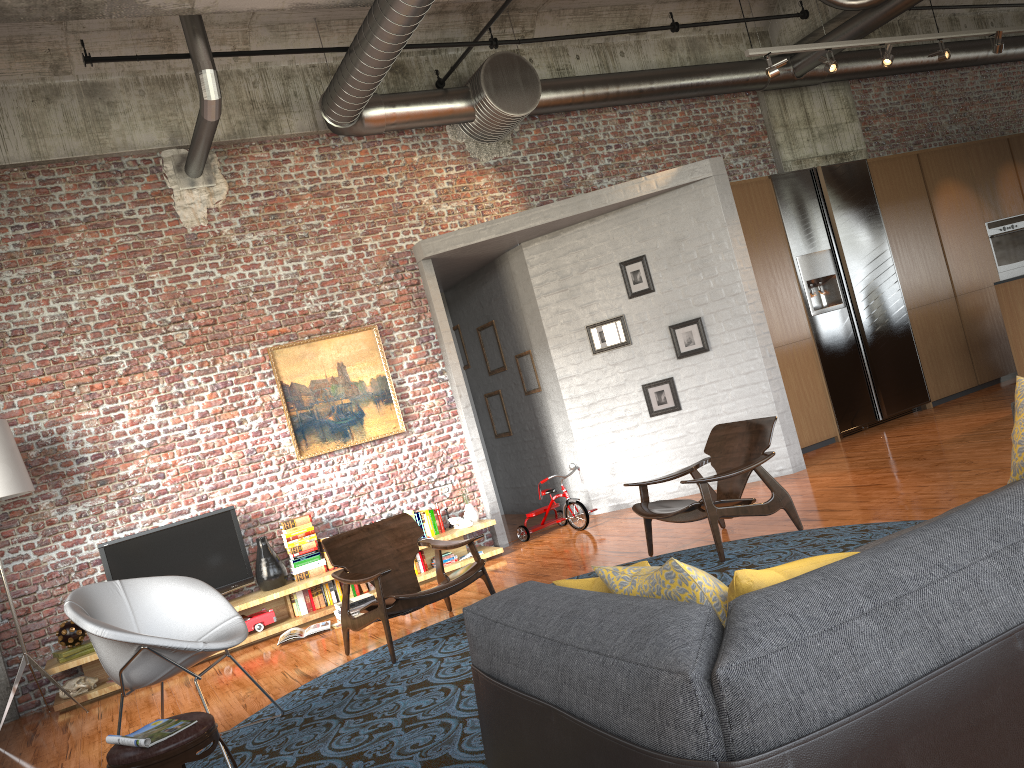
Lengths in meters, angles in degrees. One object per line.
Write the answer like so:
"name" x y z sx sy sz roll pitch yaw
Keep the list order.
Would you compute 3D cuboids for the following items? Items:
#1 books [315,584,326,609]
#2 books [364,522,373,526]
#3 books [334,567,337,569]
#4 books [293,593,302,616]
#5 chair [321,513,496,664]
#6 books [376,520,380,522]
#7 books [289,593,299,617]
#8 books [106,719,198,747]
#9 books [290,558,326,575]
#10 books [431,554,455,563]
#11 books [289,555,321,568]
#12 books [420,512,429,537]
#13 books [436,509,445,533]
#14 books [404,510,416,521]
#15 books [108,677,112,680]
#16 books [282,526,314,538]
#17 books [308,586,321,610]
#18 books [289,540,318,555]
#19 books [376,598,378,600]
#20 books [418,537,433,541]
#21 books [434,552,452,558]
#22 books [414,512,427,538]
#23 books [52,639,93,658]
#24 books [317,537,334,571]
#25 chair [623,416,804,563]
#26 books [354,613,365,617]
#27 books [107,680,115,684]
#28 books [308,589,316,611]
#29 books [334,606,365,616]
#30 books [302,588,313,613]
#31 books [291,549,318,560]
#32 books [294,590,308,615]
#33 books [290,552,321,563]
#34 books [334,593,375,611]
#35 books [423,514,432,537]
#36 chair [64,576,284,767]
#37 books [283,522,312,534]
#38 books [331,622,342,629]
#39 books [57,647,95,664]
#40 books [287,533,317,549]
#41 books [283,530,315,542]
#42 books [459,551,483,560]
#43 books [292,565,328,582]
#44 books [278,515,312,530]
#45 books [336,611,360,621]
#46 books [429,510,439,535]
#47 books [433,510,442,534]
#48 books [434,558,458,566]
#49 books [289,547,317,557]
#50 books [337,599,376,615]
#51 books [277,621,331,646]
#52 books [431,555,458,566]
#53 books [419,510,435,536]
"books" -1.689 1.847 7.733 0.049 0.213 0.149 -16 0 -26
"books" -1.269 1.421 8.157 0.065 0.284 0.198 -16 0 -27
"books" -1.631 1.511 7.938 0.040 0.284 0.198 -16 0 -26
"books" -1.863 1.903 7.641 0.023 0.193 0.140 -16 0 -26
"chair" -0.703 1.327 6.019 0.871 0.793 1.047 -15 0 -36
"books" -1.170 1.392 8.198 0.052 0.290 0.177 -16 0 -27
"books" -1.884 1.896 7.628 0.022 0.217 0.139 -16 0 -26
"books" -1.438 1.380 3.536 0.301 0.043 0.228 -16 -1 38
"books" -1.811 1.613 7.847 0.289 0.053 0.177 -15 -1 -26
"books" -0.643 1.612 8.217 0.191 0.024 0.132 -15 -1 -21
"books" -1.833 1.569 7.845 0.239 0.045 0.175 -15 -1 -26
"books" -0.849 1.328 8.355 0.026 0.250 0.160 -16 0 -27
"books" -0.710 1.302 8.434 0.037 0.231 0.168 -16 0 -27
"books" -0.935 1.330 8.319 0.036 0.290 0.177 -16 0 -27
"books" -3.049 2.285 6.964 0.211 0.021 0.166 -16 -1 39
"books" -1.896 1.308 7.833 0.252 0.034 0.183 -15 -1 -26
"books" -1.726 1.859 7.711 0.039 0.208 0.152 -16 0 -26
"books" -1.860 1.443 7.841 0.245 0.057 0.171 -15 -1 -26
"books" -1.000 1.804 7.546 0.310 0.014 0.251 -15 -1 -20
"books" -0.880 1.440 8.047 0.315 0.040 0.215 -15 -1 -26
"books" -0.645 1.591 8.217 0.153 0.019 0.109 -15 -1 -26
"books" -0.888 1.334 8.339 0.060 0.259 0.180 -16 0 -27
"books" -3.394 2.064 6.926 0.244 0.037 0.300 -16 -1 44
"books" -1.661 1.516 7.904 0.044 0.291 0.177 -16 0 -26
"chair" 1.418 0.755 6.318 1.040 0.793 0.878 -15 0 -25
"books" -1.188 1.847 7.104 0.134 0.022 0.188 -16 -1 25
"books" -3.052 2.307 6.967 0.163 0.020 0.210 -16 -1 31
"books" -1.753 1.874 7.702 0.023 0.193 0.140 -16 0 -26
"books" -1.318 1.875 7.426 0.298 0.028 0.237 -15 -1 -28
"books" -1.791 1.854 7.686 0.046 0.252 0.153 -16 0 -26
"books" -1.841 1.507 7.840 0.222 0.027 0.162 -15 -1 -26
"books" -1.838 1.869 7.666 0.057 0.246 0.172 -16 0 -26
"books" -1.834 1.532 7.839 0.250 0.026 0.160 -15 -1 -26
"books" -1.309 1.812 7.371 0.295 0.035 0.237 -15 -1 -24
"books" -0.823 1.335 8.367 0.027 0.223 0.162 -16 0 -27
"chair" -1.770 1.465 4.624 0.808 1.030 1.055 -15 0 13
"books" -1.903 1.273 7.846 0.230 0.037 0.168 -15 -1 -26
"books" -1.378 1.937 7.135 0.133 0.012 0.189 -15 -1 -28
"books" -3.384 2.100 6.927 0.300 0.037 0.244 -15 -1 -34
"books" -1.875 1.386 7.841 0.258 0.060 0.180 -15 -1 -26
"books" -1.888 1.341 7.837 0.252 0.034 0.183 -15 -1 -26
"books" -0.386 1.600 8.301 0.230 0.023 0.169 -15 -1 -6
"books" -1.801 1.672 7.855 0.283 0.066 0.198 -15 -1 -26
"books" -1.922 1.225 7.850 0.259 0.066 0.198 -15 -1 -26
"books" -1.304 1.907 7.439 0.319 0.040 0.237 -15 -1 -24
"books" -0.769 1.313 8.404 0.044 0.240 0.175 -16 0 -27
"books" -0.732 1.311 8.410 0.026 0.223 0.162 -16 0 -27
"books" -0.626 1.660 8.217 0.214 0.026 0.149 -15 -1 -26
"books" -1.846 1.482 7.836 0.222 0.026 0.162 -15 -1 -26
"books" -1.302 1.841 7.399 0.319 0.028 0.263 -15 -1 -16
"books" -1.670 1.983 7.116 0.422 0.049 0.301 -15 -1 -11
"books" -0.632 1.635 8.217 0.213 0.025 0.149 -14 -1 -41
"books" -0.805 1.315 8.387 0.034 0.253 0.183 -16 0 -27
